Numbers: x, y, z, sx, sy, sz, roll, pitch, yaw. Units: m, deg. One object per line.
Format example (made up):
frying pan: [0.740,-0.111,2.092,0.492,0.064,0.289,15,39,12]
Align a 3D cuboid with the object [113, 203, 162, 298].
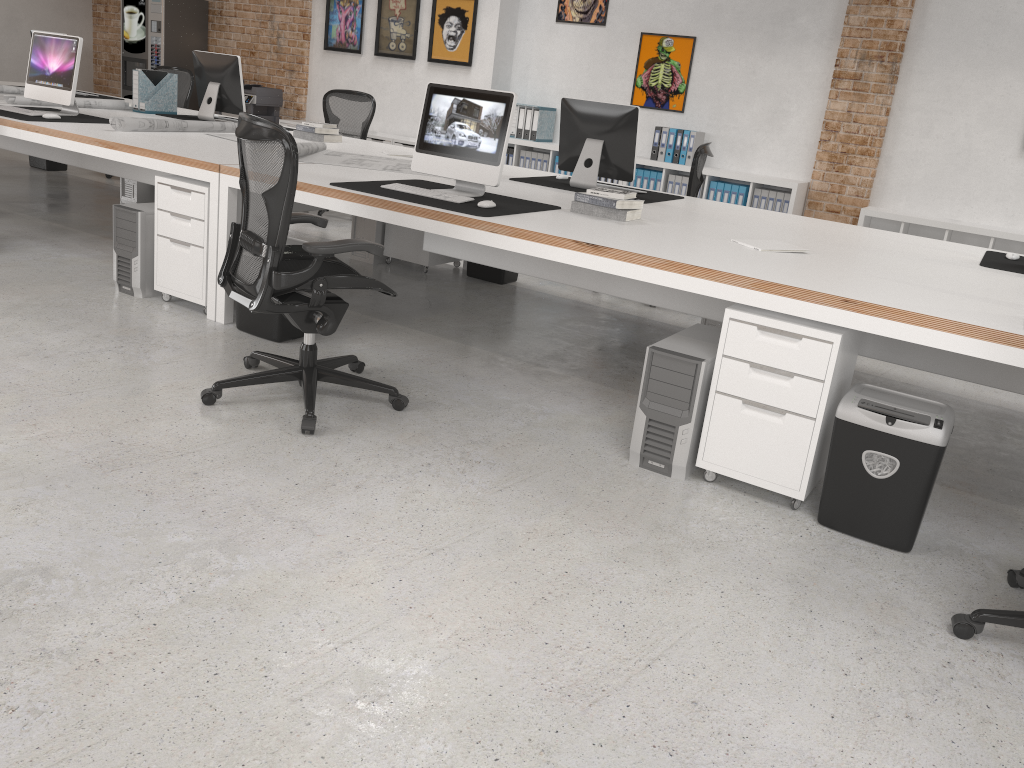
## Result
object: [-1.870,-0.742,4.815,0.222,0.449,0.545,16,20,28]

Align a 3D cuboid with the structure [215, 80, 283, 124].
structure: [-3.045,-2.955,10.014,1.064,1.043,0.507,17,19,28]

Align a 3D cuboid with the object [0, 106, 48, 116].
object: [-3.002,-1.669,5.413,0.441,0.017,0.119,17,21,28]

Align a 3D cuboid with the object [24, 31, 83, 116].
object: [-2.837,-1.930,5.523,0.486,0.479,0.191,17,19,28]

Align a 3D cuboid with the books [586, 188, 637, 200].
books: [0.453,-0.865,4.023,0.186,0.029,0.154,16,21,26]

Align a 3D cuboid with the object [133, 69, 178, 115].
object: [-2.675,-2.188,6.641,0.151,0.308,0.283,16,19,28]

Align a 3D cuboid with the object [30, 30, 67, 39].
object: [-3.878,-2.703,7.437,0.486,0.479,0.191,17,19,28]

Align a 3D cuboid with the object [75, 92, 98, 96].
object: [-3.769,-2.526,7.675,0.441,0.017,0.119,17,21,28]

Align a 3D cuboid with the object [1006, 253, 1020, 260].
object: [2.396,-0.613,4.237,0.059,0.028,0.107,17,21,29]

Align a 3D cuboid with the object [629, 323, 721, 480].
object: [0.681,0.053,3.389,0.222,0.449,0.545,16,20,28]

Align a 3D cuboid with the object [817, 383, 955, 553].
object: [1.224,0.271,2.922,0.340,0.459,0.252,16,19,28]

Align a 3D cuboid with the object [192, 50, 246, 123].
object: [-2.166,-2.169,6.480,0.486,0.479,0.191,17,19,28]

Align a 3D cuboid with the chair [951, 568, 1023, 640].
chair: [1.631,0.236,2.213,0.771,1.071,0.802,9,17,8]

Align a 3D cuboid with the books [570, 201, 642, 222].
books: [0.434,-0.797,4.058,0.273,0.049,0.202,16,20,25]

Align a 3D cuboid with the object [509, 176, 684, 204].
object: [0.502,-1.141,5.170,0.853,0.008,0.693,17,21,27]

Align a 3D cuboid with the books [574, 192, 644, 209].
books: [0.441,-0.832,4.019,0.193,0.044,0.260,-9,25,-40]

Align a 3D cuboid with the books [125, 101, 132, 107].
books: [-3.167,-2.255,7.108,0.200,0.023,0.238,-2,21,-26]

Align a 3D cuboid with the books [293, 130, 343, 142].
books: [-1.344,-1.717,6.137,0.273,0.049,0.202,16,20,25]

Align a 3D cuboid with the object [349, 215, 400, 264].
object: [-0.880,-1.122,6.308,0.222,0.449,0.548,16,20,28]

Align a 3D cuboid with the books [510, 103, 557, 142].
books: [0.124,-2.573,8.695,0.499,0.324,0.323,17,20,28]

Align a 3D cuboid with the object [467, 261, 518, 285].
object: [-0.109,-0.942,6.034,0.340,0.459,0.252,16,19,28]

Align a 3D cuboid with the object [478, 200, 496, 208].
object: [-0.105,-0.769,3.784,0.059,0.028,0.107,16,20,26]

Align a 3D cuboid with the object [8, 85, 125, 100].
object: [-3.886,-2.509,7.622,0.853,0.008,0.692,18,21,29]

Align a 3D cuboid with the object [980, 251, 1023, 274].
object: [2.595,-0.488,4.001,0.853,0.008,0.693,17,21,27]

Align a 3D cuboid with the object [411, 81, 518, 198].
object: [-0.215,-1.112,4.057,0.486,0.479,0.191,17,19,28]

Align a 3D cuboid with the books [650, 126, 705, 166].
books: [1.478,-2.114,7.922,0.390,0.317,0.234,17,19,28]

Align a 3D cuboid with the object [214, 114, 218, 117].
object: [-2.329,-2.086,6.877,0.059,0.028,0.107,16,20,26]

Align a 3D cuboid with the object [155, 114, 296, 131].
object: [-2.124,-1.960,6.638,0.853,0.008,0.692,18,21,29]

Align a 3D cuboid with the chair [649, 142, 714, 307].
chair: [1.004,-1.136,6.056,0.792,1.071,0.781,7,17,-2]

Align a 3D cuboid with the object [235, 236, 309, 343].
object: [-1.141,-0.467,4.244,0.340,0.459,0.252,16,19,28]

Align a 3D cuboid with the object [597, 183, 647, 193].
object: [0.578,-1.170,5.246,0.441,0.017,0.119,17,21,28]

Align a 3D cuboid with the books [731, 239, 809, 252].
books: [1.073,-0.576,3.688,0.243,0.019,0.208,-1,20,-22]

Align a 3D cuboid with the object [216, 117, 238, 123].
object: [-2.056,-1.992,6.718,0.441,0.017,0.119,17,21,28]

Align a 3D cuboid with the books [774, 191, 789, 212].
books: [2.283,-1.498,7.507,0.062,0.258,0.234,16,19,28]

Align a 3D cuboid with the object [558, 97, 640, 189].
object: [0.468,-1.348,5.008,0.486,0.479,0.191,17,19,28]

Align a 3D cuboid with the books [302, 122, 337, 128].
books: [-1.325,-1.785,6.102,0.186,0.029,0.154,16,21,26]

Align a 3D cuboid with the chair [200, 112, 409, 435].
chair: [-0.791,-0.473,3.430,0.777,1.071,0.797,20,21,36]

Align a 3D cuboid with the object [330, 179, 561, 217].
object: [-0.292,-0.853,4.025,0.853,0.008,0.693,17,21,28]

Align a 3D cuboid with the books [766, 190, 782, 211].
books: [2.228,-1.515,7.538,0.062,0.258,0.234,16,19,28]

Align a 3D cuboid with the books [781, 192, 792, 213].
books: [2.339,-1.481,7.476,0.062,0.258,0.234,16,19,28]

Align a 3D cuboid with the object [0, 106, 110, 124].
object: [-2.930,-1.676,5.499,0.853,0.008,0.693,17,21,28]

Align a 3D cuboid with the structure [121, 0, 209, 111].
structure: [-4.100,-3.612,10.407,0.754,1.786,0.643,16,19,28]

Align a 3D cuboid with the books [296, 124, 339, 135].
books: [-1.337,-1.752,6.098,0.193,0.044,0.260,-9,25,-40]

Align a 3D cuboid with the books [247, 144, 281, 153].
books: [-1.389,-1.335,5.029,0.200,0.023,0.238,-2,21,-26]

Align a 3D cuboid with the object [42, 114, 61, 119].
object: [-2.727,-1.587,5.250,0.059,0.028,0.107,16,20,26]

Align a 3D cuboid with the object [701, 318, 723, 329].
object: [1.293,-0.445,5.093,0.222,0.449,0.548,16,20,28]

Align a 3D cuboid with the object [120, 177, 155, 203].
object: [-3.009,-1.786,7.497,0.222,0.449,0.548,16,20,28]

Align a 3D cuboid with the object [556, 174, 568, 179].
object: [0.304,-1.265,5.405,0.059,0.028,0.107,17,21,29]

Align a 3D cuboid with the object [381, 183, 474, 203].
object: [-0.379,-0.852,3.947,0.441,0.017,0.119,17,21,28]

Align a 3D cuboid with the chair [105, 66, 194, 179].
chair: [-3.357,-2.451,8.361,0.772,1.071,0.802,11,17,12]

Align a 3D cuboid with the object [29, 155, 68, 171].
object: [-4.418,-2.285,8.441,0.340,0.459,0.252,16,19,28]

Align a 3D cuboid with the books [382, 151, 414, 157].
books: [-0.705,-1.496,5.767,0.243,0.019,0.208,-1,20,-22]

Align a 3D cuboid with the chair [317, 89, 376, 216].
chair: [-1.544,-1.981,7.629,0.772,1.071,0.802,11,17,12]
